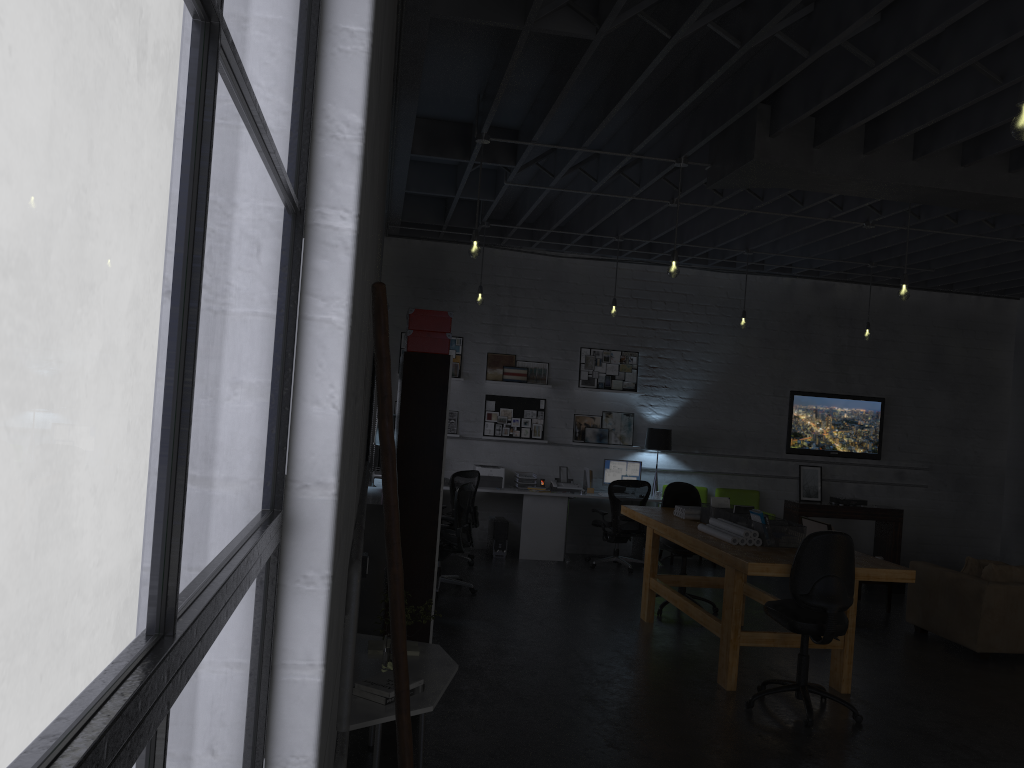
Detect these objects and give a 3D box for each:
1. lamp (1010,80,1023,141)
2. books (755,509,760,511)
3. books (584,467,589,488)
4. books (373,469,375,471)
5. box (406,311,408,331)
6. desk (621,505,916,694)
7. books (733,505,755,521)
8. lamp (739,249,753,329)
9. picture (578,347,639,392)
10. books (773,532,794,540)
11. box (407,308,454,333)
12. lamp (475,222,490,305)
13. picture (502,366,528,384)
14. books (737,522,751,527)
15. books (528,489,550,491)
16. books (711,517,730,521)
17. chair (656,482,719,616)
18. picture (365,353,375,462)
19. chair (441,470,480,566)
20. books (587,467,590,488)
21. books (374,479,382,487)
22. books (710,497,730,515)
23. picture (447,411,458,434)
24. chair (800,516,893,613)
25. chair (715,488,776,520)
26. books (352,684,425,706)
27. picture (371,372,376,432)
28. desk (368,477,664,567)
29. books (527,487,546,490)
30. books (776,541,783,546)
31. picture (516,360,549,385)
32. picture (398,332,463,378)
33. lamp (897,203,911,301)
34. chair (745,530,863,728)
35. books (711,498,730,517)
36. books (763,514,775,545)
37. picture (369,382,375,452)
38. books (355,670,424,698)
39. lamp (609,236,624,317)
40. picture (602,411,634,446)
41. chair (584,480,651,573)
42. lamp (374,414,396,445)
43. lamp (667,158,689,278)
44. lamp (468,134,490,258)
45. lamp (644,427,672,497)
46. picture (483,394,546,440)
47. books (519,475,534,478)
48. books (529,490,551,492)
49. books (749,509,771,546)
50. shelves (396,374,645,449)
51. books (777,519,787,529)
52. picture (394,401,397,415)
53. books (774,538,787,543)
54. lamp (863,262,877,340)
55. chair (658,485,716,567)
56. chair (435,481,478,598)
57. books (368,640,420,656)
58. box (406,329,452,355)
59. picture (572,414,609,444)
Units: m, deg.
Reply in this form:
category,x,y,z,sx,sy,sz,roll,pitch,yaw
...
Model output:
category,x,y,z,sx,sy,sz,roll,pitch,yaw
lamp,1.768,-1.262,3.006,0.104,0.878,0.104,4,0,9
books,1.819,1.050,6.803,0.143,0.188,0.061,4,0,-9
books,0.908,1.159,10.745,0.036,0.296,0.210,4,-1,-9
books,-1.515,1.003,9.837,0.052,0.109,0.133,4,-1,6
box,-0.533,-0.376,5.599,0.268,0.133,0.206,4,-1,-9
desk,1.740,1.606,6.877,1.115,0.926,2.832,4,-1,-9
books,1.757,1.031,6.762,0.158,0.214,0.063,4,0,-9
lamp,2.591,-1.047,9.837,0.104,0.878,0.104,4,0,-9
picture,1.196,-0.175,10.960,0.749,0.503,0.058,4,0,-9
books,1.921,1.079,6.291,0.127,0.022,0.181,5,-1,-14
box,-0.501,-0.377,5.393,0.270,0.131,0.206,4,-1,-9
lamp,-0.314,-1.272,9.390,0.104,0.878,0.104,4,0,-9
picture,0.038,-0.111,10.773,0.311,0.196,0.029,4,0,-9
books,1.818,1.050,6.591,0.232,0.027,0.184,5,-2,-37
books,0.316,1.235,10.355,0.211,0.014,0.148,5,-2,-34
books,1.737,1.097,7.152,0.233,0.022,0.184,4,-1,-11
chair,1.618,1.506,8.134,0.659,1.164,0.687,4,-1,-11
picture,-1.040,0.175,6.542,0.020,0.780,0.606,4,-1,-9
chair,-0.713,1.437,9.752,0.752,1.031,0.732,4,-1,15
books,0.916,1.159,10.750,0.043,0.296,0.210,4,-1,-9
books,-1.134,0.967,7.810,0.172,0.243,0.026,4,0,-9
books,1.721,1.042,7.333,0.171,0.210,0.046,4,0,-9
picture,-0.856,0.450,10.654,0.410,0.277,0.036,4,0,-9
chair,3.362,1.815,8.968,0.725,0.842,0.575,4,-1,-9
chair,2.860,1.784,10.993,0.611,0.920,0.516,4,-1,-9
books,-0.517,1.283,3.726,0.185,0.031,0.250,3,-2,33
picture,-1.570,0.073,10.067,0.020,0.935,0.658,4,-1,-9
desk,0.252,1.619,9.187,3.575,0.785,3.298,4,-1,-9
books,0.292,1.219,10.348,0.211,0.014,0.148,4,-1,6
books,1.918,1.125,6.295,0.155,0.029,0.226,4,-1,-9
picture,0.242,-0.135,10.819,0.410,0.277,0.036,4,0,-9
picture,-0.971,-0.343,10.627,0.749,0.503,0.058,4,0,-9
lamp,3.050,-1.081,6.843,0.104,0.878,0.104,4,0,-9
chair,1.819,1.462,5.570,0.659,1.164,0.687,4,-1,-11
books,1.722,1.048,7.302,0.158,0.200,0.082,4,0,-9
books,1.785,1.024,6.249,0.097,0.209,0.157,4,-1,-9
picture,-1.146,0.182,7.236,0.020,0.780,0.606,4,-1,-9
books,-0.514,1.256,3.716,0.185,0.022,0.234,4,-1,29
lamp,1.130,-1.160,9.612,0.104,0.878,0.104,4,0,-9
picture,1.309,0.551,10.987,0.410,0.408,0.047,4,0,-9
chair,1.203,1.589,10.202,0.732,1.031,0.752,5,-1,-40
lamp,-1.015,0.676,7.502,0.333,0.832,0.334,4,-1,43
lamp,1.222,-1.222,6.562,0.104,0.878,0.104,4,0,-9
lamp,-0.239,-1.335,6.337,0.104,0.878,0.104,4,0,-9
lamp,1.776,0.958,10.852,0.333,0.832,0.334,4,-1,43
picture,0.033,0.405,10.785,0.749,0.503,0.058,4,0,-9
books,0.162,1.113,10.663,0.134,0.008,0.203,5,-1,-25
books,0.330,1.250,10.370,0.211,0.014,0.148,5,-2,-44
books,1.751,1.009,6.258,0.108,0.234,0.166,4,-1,-9
shelves,0.095,0.338,10.723,3.024,0.694,0.199,4,0,-9
books,2.079,1.140,7.185,0.244,0.067,0.298,4,-1,1
picture,-1.233,0.388,10.599,0.355,0.343,0.042,4,0,-9
books,1.923,1.100,6.297,0.141,0.021,0.203,4,-1,-8
lamp,4.058,-0.934,10.062,0.104,0.878,0.104,4,0,35
chair,2.175,1.732,10.888,0.611,0.920,0.516,4,-1,-9
chair,-0.664,1.407,8.285,0.753,1.031,0.732,4,-1,-5
books,-0.583,1.298,4.362,0.248,0.021,0.176,4,-1,-9
box,-0.511,-0.248,5.392,0.270,0.131,0.206,4,-1,-9
picture,0.976,0.557,10.927,0.452,0.345,0.054,4,0,-9
